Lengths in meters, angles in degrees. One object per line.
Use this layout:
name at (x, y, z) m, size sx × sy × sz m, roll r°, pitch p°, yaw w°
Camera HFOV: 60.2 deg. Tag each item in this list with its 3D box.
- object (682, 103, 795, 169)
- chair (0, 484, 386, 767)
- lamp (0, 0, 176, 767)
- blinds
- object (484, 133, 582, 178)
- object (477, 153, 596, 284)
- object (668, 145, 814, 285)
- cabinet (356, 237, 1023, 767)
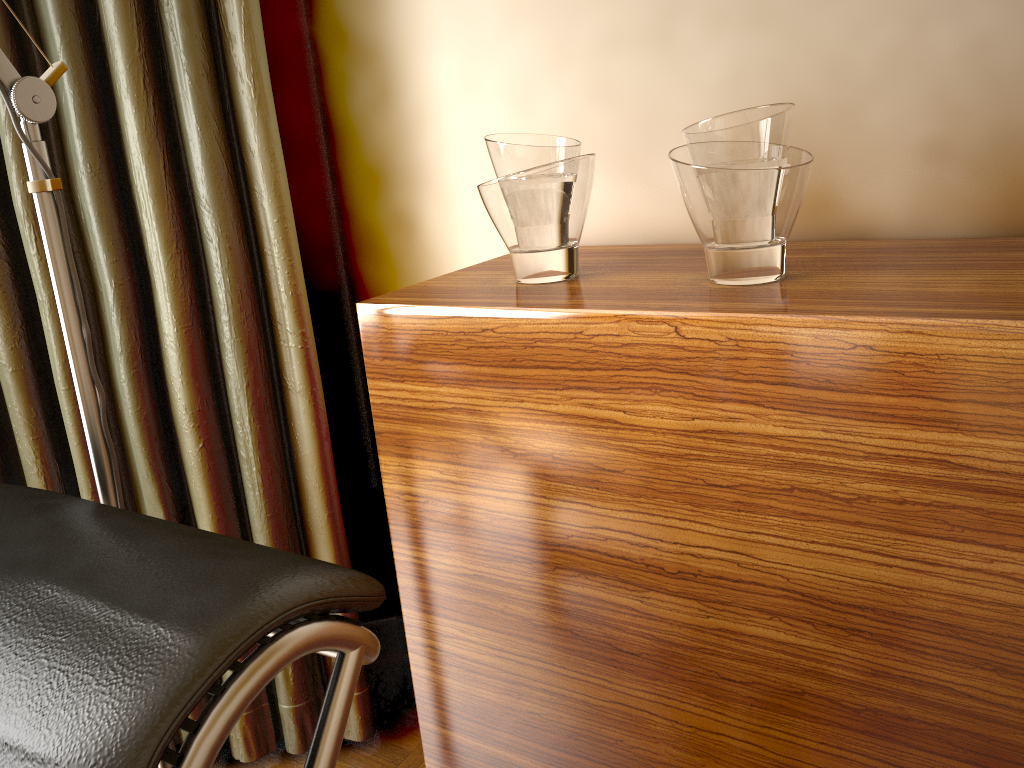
object at (0.255, -0.232, 0.984) m, size 0.122 × 0.147 × 0.125 m, roll -3°, pitch 14°, yaw 14°
chair at (-0.769, 0.733, 0.241) m, size 0.636 × 0.782 × 1.821 m, roll 3°, pitch 18°, yaw 34°
lamp at (-0.740, 0.127, 0.404) m, size 0.452 × 1.931 × 1.438 m, roll 3°, pitch 16°, yaw 38°
blinds at (-1.152, -0.418, 1.365) m, size 1.536 × 2.408 × 0.228 m, roll -9°, pitch 12°, yaw -10°
object at (0.033, -0.251, 1.135) m, size 0.122 × 0.147 × 0.125 m, roll -2°, pitch 14°, yaw 17°
object at (0.037, -0.214, 1.142) m, size 0.156 × 0.151 × 0.158 m, roll -9°, pitch 14°, yaw -8°
object at (0.259, -0.195, 0.991) m, size 0.155 × 0.151 × 0.159 m, roll 0°, pitch 16°, yaw 25°
cabinet at (0.653, 0.305, 0.915) m, size 1.677 × 0.846 × 0.423 m, roll 4°, pitch 16°, yaw 34°
